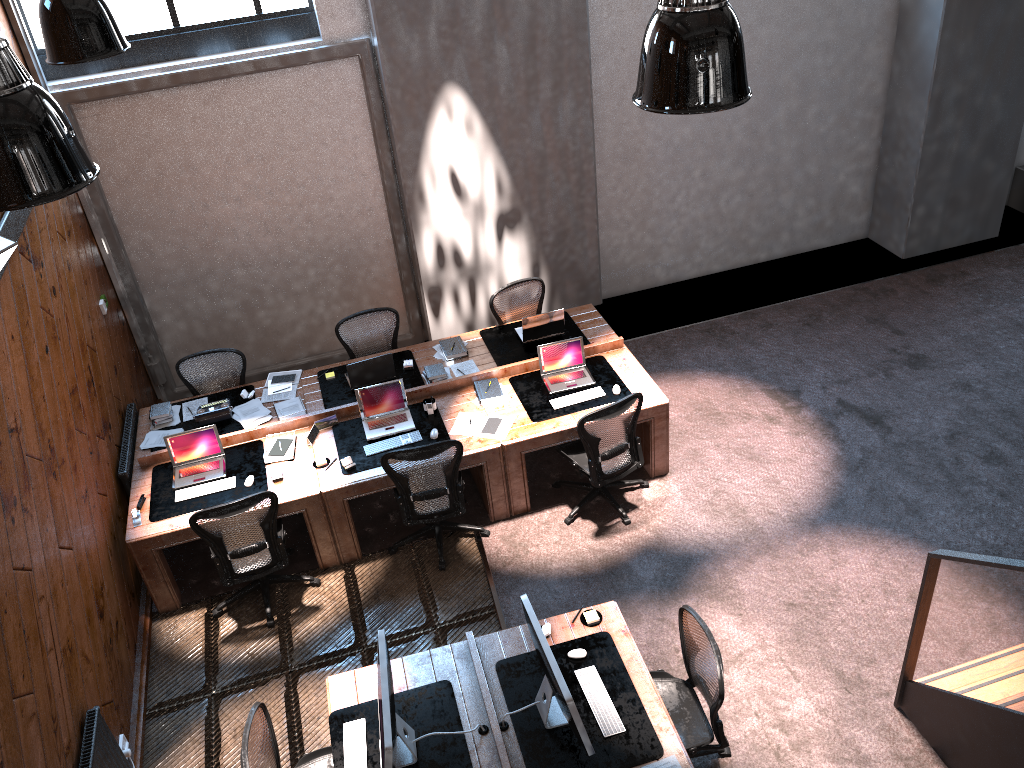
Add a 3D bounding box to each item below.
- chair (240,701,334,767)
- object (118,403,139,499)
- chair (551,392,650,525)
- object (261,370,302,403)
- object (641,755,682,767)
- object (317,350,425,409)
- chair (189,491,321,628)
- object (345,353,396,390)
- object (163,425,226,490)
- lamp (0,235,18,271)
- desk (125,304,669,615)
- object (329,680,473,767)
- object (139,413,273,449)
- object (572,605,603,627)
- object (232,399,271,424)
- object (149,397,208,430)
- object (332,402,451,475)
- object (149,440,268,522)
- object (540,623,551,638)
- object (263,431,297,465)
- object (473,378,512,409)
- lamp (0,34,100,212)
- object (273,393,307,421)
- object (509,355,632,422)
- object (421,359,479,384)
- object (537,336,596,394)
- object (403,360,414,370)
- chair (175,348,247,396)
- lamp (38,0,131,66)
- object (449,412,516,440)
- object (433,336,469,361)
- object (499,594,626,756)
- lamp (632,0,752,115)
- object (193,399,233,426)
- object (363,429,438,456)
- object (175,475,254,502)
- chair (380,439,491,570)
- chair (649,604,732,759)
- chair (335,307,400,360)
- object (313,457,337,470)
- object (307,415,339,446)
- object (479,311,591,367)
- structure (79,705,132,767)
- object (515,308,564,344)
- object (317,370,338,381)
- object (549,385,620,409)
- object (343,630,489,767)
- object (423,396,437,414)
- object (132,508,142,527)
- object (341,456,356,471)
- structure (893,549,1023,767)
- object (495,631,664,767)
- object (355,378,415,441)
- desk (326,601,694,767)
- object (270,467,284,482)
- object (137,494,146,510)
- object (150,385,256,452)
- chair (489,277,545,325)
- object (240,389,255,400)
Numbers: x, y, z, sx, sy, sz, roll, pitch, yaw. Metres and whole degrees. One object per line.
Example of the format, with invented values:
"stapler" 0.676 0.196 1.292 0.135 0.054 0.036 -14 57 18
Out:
"chair" -1.024 2.147 4.700 0.792 1.085 0.770 -20 36 -20
"object" -3.072 0.664 7.316 0.073 0.628 1.064 -14 34 -10
"chair" 0.635 0.490 6.865 0.792 1.085 0.770 23 44 37
"object" -1.989 0.009 7.638 0.304 0.017 0.467 -7 34 0
"object" 0.637 1.953 4.236 0.478 0.098 0.319 -15 35 -12
"object" -1.213 -0.033 7.586 0.848 0.008 0.687 -14 35 -11
"chair" -1.934 1.120 6.379 0.770 1.085 0.792 -27 39 -28
"object" -1.224 -0.168 7.528 0.390 0.283 0.323 -17 35 -15
"object" -2.387 0.549 6.670 0.390 0.283 0.323 -14 34 -10
"lamp" -2.834 -0.678 4.772 0.283 0.287 0.328 -14 35 -11
"desk" -0.944 0.441 7.434 4.117 0.840 1.748 -14 34 -11
"object" -0.566 1.939 4.549 0.687 0.008 0.848 -13 34 -9
"object" -2.480 0.361 7.203 1.058 0.002 0.356 -15 35 -12
"object" 0.453 1.364 5.205 0.154 0.026 0.158 14 39 28
"object" -2.158 0.223 7.342 0.246 0.002 0.315 -26 38 -26
"object" -2.787 0.210 7.394 0.478 0.098 0.319 -15 35 -12
"object" -0.942 0.401 6.895 0.848 0.008 0.687 -14 35 -11
"object" -2.279 0.713 6.665 0.848 0.008 0.687 -14 35 -11
"object" 0.173 1.421 5.137 0.106 0.063 0.082 -4 34 4
"object" -1.796 0.492 6.864 0.229 0.060 0.316 -9 34 -4
"object" -0.162 0.066 7.201 0.325 0.065 0.363 -5 34 2
"lamp" -1.762 -1.656 2.385 0.445 2.372 0.445 -7 34 0
"object" -1.835 0.194 7.313 0.229 0.060 0.316 -18 35 -16
"object" 0.465 0.026 7.204 0.848 0.008 0.687 -14 35 -11
"object" -0.519 -0.115 7.503 0.478 0.098 0.319 -15 35 -12
"object" 0.442 -0.153 7.217 0.390 0.283 0.323 -12 34 -8
"object" -0.899 -0.175 7.680 0.082 0.063 0.106 -7 34 0
"chair" -2.482 0.286 7.712 0.770 1.085 0.792 -20 36 -20
"lamp" -2.431 -2.786 4.199 0.445 2.372 0.445 -15 35 -13
"object" -0.235 0.314 6.886 0.467 0.017 0.304 5 36 17
"object" -0.548 -0.330 7.856 0.325 0.065 0.363 -8 34 -2
"object" 0.198 1.517 4.550 0.610 0.573 0.714 -14 35 -11
"lamp" 0.566 -2.071 2.708 0.445 2.372 0.445 -1 34 8
"object" -2.471 0.198 7.335 0.322 0.116 0.290 -15 35 -12
"object" -0.848 0.435 6.797 0.577 0.040 0.139 -14 35 -11
"object" -2.196 0.761 6.549 0.577 0.040 0.139 -12 34 -8
"chair" -0.664 0.757 6.696 0.770 1.085 0.792 -20 36 -20
"chair" 0.849 1.817 4.861 0.792 1.085 0.770 -20 36 -20
"chair" -1.154 -0.093 8.041 0.770 1.085 0.792 -27 39 -28
"object" -1.428 0.587 6.685 0.154 0.026 0.158 11 38 24
"object" -1.525 0.351 7.001 0.129 0.083 0.347 16 40 30
"object" 0.194 -0.408 7.895 0.848 0.008 0.687 -14 35 -11
"structure" -2.172 2.307 4.723 0.073 0.628 1.064 -14 34 -10
"object" 0.236 -0.568 7.817 0.380 0.288 0.320 -14 34 -10
"object" -1.586 -0.074 7.685 0.154 0.026 0.158 14 39 28
"object" 0.584 0.093 7.053 0.577 0.040 0.139 -14 34 -10
"object" -0.647 1.688 4.450 0.663 0.578 0.811 21 43 35
"object" -0.654 0.174 7.075 0.099 0.138 0.078 -7 34 0
"object" -2.692 0.946 6.341 0.054 0.064 0.159 -18 35 -16
"object" -1.216 0.591 6.597 0.082 0.063 0.106 -25 38 -25
"structure" 3.382 1.968 2.183 10.620 4.603 5.793 -14 34 -10
"object" 0.334 1.717 4.722 0.687 0.008 0.848 -13 34 -9
"object" -0.987 0.198 6.895 0.380 0.288 0.320 -14 34 -10
"desk" 0.314 2.825 3.680 1.748 0.840 4.117 -13 34 -9
"object" -1.747 0.673 6.581 0.082 0.063 0.106 -15 35 -13
"object" -2.712 0.864 6.485 0.022 0.042 0.134 -5 34 2
"object" -2.549 0.279 7.356 0.848 0.008 0.687 -14 35 -11
"chair" 0.220 -0.387 8.238 0.792 1.085 0.770 23 44 37
"object" -2.239 0.086 7.523 0.106 0.063 0.082 -4 34 4
